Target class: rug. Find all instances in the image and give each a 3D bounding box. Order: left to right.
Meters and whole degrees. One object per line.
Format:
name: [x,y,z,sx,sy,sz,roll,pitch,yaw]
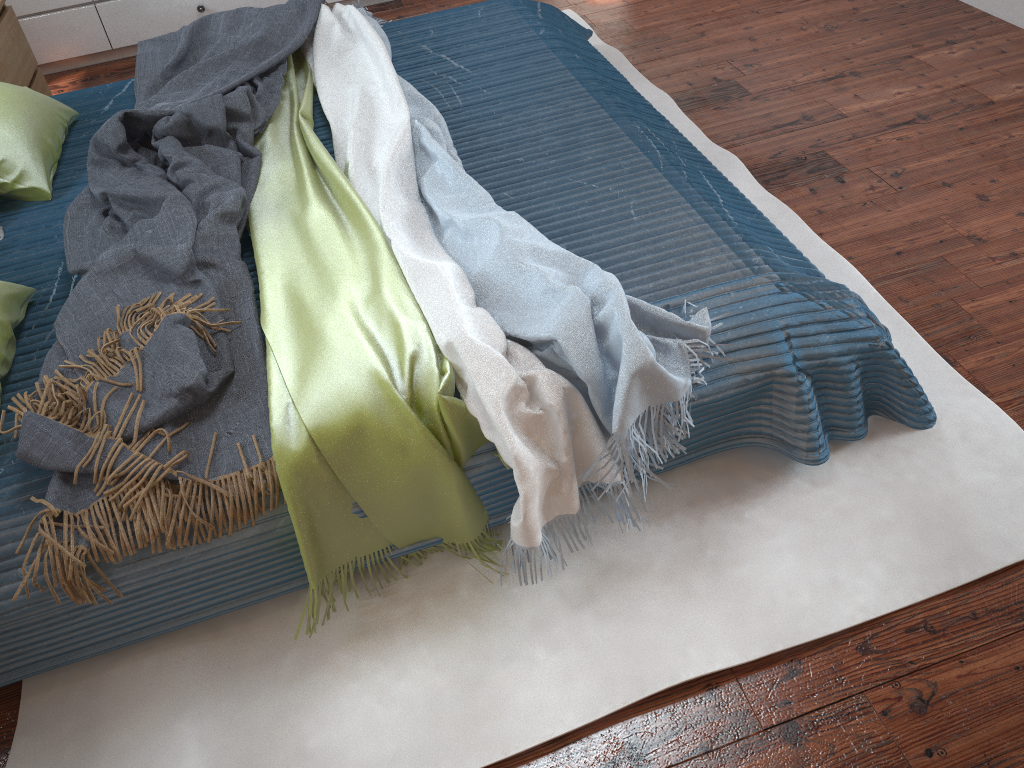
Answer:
rug: [-0.225,-0.412,2.367,1.813,0.045,2.935,-15,41,-8]

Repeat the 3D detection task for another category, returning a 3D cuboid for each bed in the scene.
bed: [-0.723,-0.514,2.076,2.591,0.709,2.316,-15,41,-8]

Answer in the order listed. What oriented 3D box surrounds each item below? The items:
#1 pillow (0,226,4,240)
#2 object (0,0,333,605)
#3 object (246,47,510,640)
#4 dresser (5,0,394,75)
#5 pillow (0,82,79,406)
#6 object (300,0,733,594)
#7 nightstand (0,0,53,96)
pillow: [-1.502,-0.623,2.178,0.365,0.359,0.918,-18,42,-12]
object: [-0.745,-0.498,2.096,0.629,0.374,2.314,-9,41,-1]
object: [-0.507,-0.415,2.177,0.496,0.411,2.271,-17,42,-10]
dresser: [-1.066,-2.093,3.823,3.139,0.809,0.666,-17,40,-10]
pillow: [-1.201,-0.355,1.899,0.313,0.202,1.492,-15,41,-8]
object: [-0.158,-0.534,2.180,0.542,0.346,2.322,-18,42,-11]
nightstand: [-1.888,-0.882,2.845,0.613,0.496,0.463,-16,40,-9]
